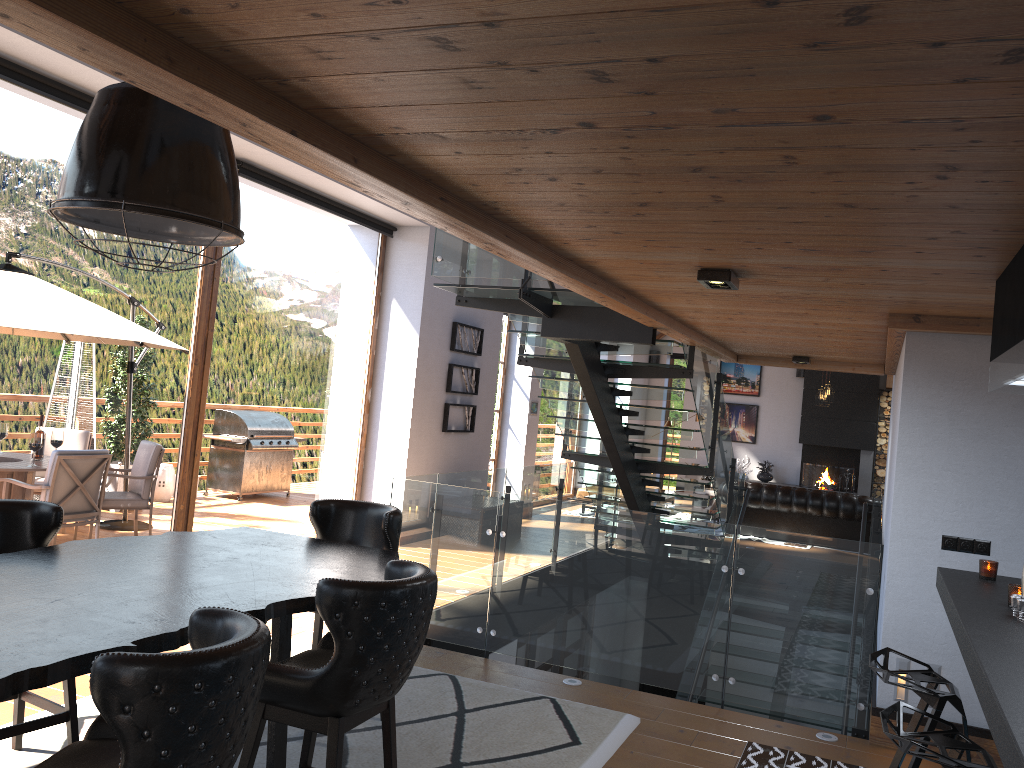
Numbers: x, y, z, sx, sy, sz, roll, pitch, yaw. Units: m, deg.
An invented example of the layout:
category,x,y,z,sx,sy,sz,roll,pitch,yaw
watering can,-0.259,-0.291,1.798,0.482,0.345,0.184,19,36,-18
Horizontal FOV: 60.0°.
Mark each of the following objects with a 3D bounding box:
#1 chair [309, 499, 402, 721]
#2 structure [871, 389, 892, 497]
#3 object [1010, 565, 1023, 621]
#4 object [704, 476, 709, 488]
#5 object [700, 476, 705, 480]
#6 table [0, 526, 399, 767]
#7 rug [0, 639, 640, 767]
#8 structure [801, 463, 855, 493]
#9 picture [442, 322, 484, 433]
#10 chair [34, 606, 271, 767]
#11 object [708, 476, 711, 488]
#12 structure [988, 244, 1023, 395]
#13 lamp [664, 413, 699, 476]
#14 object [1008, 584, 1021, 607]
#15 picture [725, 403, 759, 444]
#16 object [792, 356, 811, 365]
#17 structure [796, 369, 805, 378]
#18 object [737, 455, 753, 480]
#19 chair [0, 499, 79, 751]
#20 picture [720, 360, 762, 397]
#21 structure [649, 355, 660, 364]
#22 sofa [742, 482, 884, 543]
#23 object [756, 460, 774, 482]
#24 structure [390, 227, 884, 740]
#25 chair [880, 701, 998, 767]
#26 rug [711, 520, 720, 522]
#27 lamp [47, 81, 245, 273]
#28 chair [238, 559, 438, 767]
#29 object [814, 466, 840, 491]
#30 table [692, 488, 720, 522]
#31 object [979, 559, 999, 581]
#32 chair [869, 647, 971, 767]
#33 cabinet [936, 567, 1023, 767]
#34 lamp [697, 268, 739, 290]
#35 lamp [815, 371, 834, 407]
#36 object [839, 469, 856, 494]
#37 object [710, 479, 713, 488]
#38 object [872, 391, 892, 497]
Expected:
category,x,y,z,sx,sy,sz,roll,pitch,yaw
chair,-0.874,1.156,4.445,0.500,1.092,0.572,5,-2,21
structure,7.369,1.430,17.392,0.498,2.618,0.515,5,-2,22
object,1.872,0.606,3.082,0.224,0.453,0.226,5,-2,22
object,3.151,1.532,14.357,0.088,0.286,0.086,7,-2,-28
object,3.117,1.531,14.442,0.087,0.286,0.088,4,-2,35
table,-1.627,1.140,2.579,1.418,0.950,3.825,5,-1,23
rug,-1.490,1.615,2.841,2.531,0.047,5.674,5,-1,22
structure,6.282,1.884,17.645,0.975,0.514,0.185,5,-2,22
picture,-0.590,-0.064,10.845,0.059,1.313,0.780,5,-2,23
chair,-0.911,1.107,2.067,0.567,1.092,0.505,5,-2,6
object,3.232,1.541,14.413,0.087,0.286,0.087,5,-2,0
structure,1.692,-0.262,2.040,0.705,0.476,3.275,5,-1,23
lamp,3.298,1.418,18.031,0.521,1.900,1.337,4,-2,43
object,1.907,0.800,3.333,0.079,0.081,0.079,6,-2,-13
picture,4.737,0.822,18.751,0.872,0.816,0.036,5,-2,22
object,2.795,-0.236,8.549,0.154,0.068,0.263,5,-1,22
structure,5.968,-0.304,18.263,0.212,0.349,0.215,5,-2,22
object,4.781,1.720,18.300,0.260,0.532,0.425,6,-2,-9
chair,-2.048,1.036,3.509,0.562,1.092,0.509,4,-2,31
picture,4.832,-0.168,18.786,0.872,0.816,0.036,5,-2,22
structure,3.121,-0.553,19.402,0.212,0.349,0.215,5,-2,22
sofa,4.375,1.959,13.366,2.546,0.839,1.248,5,-1,21
object,5.204,1.786,18.199,0.337,0.455,0.337,7,-2,-42
structure,-1.286,1.354,8.218,9.138,6.401,11.108,5,-1,22
chair,1.320,1.457,2.645,0.466,0.840,0.542,5,-2,19
rug,3.000,2.243,14.430,3.777,0.053,2.450,5,-1,23
lamp,-1.028,-2.726,3.108,0.626,4.687,0.616,6,-2,-23
chair,-0.585,1.155,2.980,0.564,1.092,0.508,5,-2,21
object,5.236,1.723,14.706,0.402,0.808,0.626,4,-2,33
table,3.158,1.979,14.405,0.402,0.609,0.420,5,-2,22
object,2.133,0.834,3.970,0.080,0.081,0.078,6,-2,-33
chair,1.572,1.495,3.363,0.465,0.840,0.543,5,-2,22
cabinet,1.458,1.324,1.814,0.882,1.104,4.837,5,-1,23
lamp,0.966,-0.495,4.141,0.154,0.068,0.263,5,-1,22
lamp,5.511,-0.710,15.441,0.260,2.203,0.806,5,-2,14
object,6.465,2.146,17.148,0.310,1.018,0.305,6,-2,-22
object,3.245,1.540,14.315,0.088,0.286,0.087,6,-2,-1
object,7.365,1.436,17.403,0.490,2.613,0.470,5,-2,22
